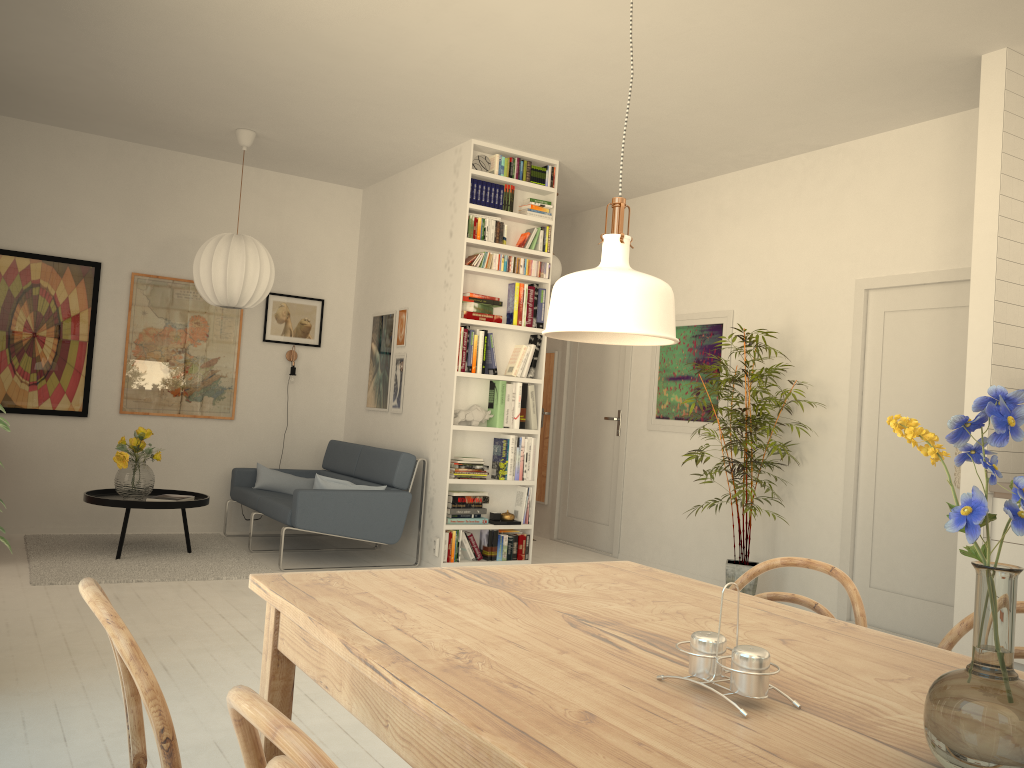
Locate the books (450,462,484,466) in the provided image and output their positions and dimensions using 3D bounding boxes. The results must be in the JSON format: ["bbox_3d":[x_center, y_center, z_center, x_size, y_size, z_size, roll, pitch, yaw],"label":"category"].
[{"bbox_3d":[-0.329,0.540,6.030,0.221,0.010,0.169,5,-2,-29],"label":"books"}]

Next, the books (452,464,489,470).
[{"bbox_3d":[-0.298,0.561,6.057,0.235,0.025,0.163,5,-2,-25],"label":"books"}]

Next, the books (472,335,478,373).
[{"bbox_3d":[-0.299,-0.201,6.045,0.024,0.260,0.199,5,-3,-32],"label":"books"}]

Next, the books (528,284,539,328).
[{"bbox_3d":[0.124,-0.549,6.316,0.039,0.317,0.161,5,-3,-32],"label":"books"}]

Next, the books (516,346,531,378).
[{"bbox_3d":[0.048,-0.156,6.252,0.105,0.225,0.138,5,-3,-32],"label":"books"}]

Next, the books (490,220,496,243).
[{"bbox_3d":[-0.183,-1.038,6.125,0.035,0.158,0.200,5,-2,-32],"label":"books"}]

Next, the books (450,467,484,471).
[{"bbox_3d":[-0.320,0.577,6.019,0.237,0.012,0.120,5,-2,-37],"label":"books"}]

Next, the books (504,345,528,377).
[{"bbox_3d":[0.022,-0.161,6.227,0.115,0.232,0.133,5,-3,-32],"label":"books"}]

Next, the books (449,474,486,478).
[{"bbox_3d":[-0.324,0.622,6.019,0.246,0.014,0.173,5,-2,-33],"label":"books"}]

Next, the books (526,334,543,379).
[{"bbox_3d":[0.124,-0.193,6.317,0.092,0.319,0.179,5,-3,-32],"label":"books"}]

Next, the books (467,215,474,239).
[{"bbox_3d":[-0.321,-1.053,6.031,0.034,0.162,0.197,5,-2,-32],"label":"books"}]

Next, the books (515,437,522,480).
[{"bbox_3d":[0.007,0.522,6.219,0.035,0.304,0.150,5,-3,-32],"label":"books"}]

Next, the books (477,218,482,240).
[{"bbox_3d":[-0.271,-1.046,6.060,0.023,0.152,0.199,5,-2,-32],"label":"books"}]

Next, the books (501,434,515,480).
[{"bbox_3d":[-0.066,0.509,6.219,0.037,0.312,0.241,5,-3,-32],"label":"books"}]

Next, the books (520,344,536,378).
[{"bbox_3d":[0.074,-0.160,6.294,0.092,0.244,0.196,5,-3,-32],"label":"books"}]

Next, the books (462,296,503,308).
[{"bbox_3d":[-0.250,-0.562,6.106,0.314,0.035,0.205,5,-2,-32],"label":"books"}]

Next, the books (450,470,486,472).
[{"bbox_3d":[-0.317,0.588,6.042,0.250,0.008,0.135,5,-2,-35],"label":"books"}]

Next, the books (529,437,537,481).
[{"bbox_3d":[0.090,0.527,6.314,0.039,0.303,0.229,5,-3,-32],"label":"books"}]

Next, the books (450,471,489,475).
[{"bbox_3d":[-0.310,0.601,6.068,0.255,0.014,0.197,5,-2,-22],"label":"books"}]

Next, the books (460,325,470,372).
[{"bbox_3d":[-0.346,-0.235,6.026,0.021,0.317,0.179,5,-3,-32],"label":"books"}]

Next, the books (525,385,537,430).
[{"bbox_3d":[0.090,0.164,6.308,0.099,0.316,0.229,5,-3,-32],"label":"books"}]

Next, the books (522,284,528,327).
[{"bbox_3d":[0.044,-0.548,6.274,0.029,0.301,0.185,5,-3,-32],"label":"books"}]

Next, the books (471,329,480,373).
[{"bbox_3d":[-0.288,-0.220,6.072,0.020,0.304,0.193,5,-3,-32],"label":"books"}]

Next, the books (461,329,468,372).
[{"bbox_3d":[-0.369,-0.224,6.012,0.032,0.291,0.203,5,-3,-32],"label":"books"}]

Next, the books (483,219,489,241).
[{"bbox_3d":[-0.223,-1.042,6.089,0.012,0.155,0.208,5,-2,-32],"label":"books"}]

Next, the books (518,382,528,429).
[{"bbox_3d":[0.027,0.152,6.261,0.056,0.327,0.202,5,-3,-32],"label":"books"}]

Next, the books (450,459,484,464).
[{"bbox_3d":[-0.321,0.527,6.045,0.212,0.017,0.165,5,-2,-34],"label":"books"}]

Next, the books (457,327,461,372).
[{"bbox_3d":[-0.412,-0.233,6.001,0.021,0.301,0.222,5,-3,-32],"label":"books"}]

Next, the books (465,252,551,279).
[{"bbox_3d":[-0.086,-0.822,6.193,0.664,0.110,0.278,5,-2,-32],"label":"books"}]

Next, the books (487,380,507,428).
[{"bbox_3d":[-0.129,0.139,6.161,0.056,0.328,0.228,5,-3,-32],"label":"books"}]

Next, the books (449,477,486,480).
[{"bbox_3d":[-0.322,0.635,6.024,0.247,0.009,0.170,5,-2,-29],"label":"books"}]

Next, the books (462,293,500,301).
[{"bbox_3d":[-0.251,-0.591,6.096,0.266,0.026,0.203,6,-3,-42],"label":"books"}]

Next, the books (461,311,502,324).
[{"bbox_3d":[-0.247,-0.452,6.083,0.300,0.056,0.202,5,-2,-32],"label":"books"}]

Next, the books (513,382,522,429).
[{"bbox_3d":[-0.017,0.150,6.240,0.037,0.324,0.240,5,-3,-32],"label":"books"}]

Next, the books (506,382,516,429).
[{"bbox_3d":[-0.051,0.149,6.235,0.023,0.321,0.235,5,-3,-32],"label":"books"}]

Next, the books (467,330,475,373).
[{"bbox_3d":[-0.324,-0.219,6.038,0.030,0.289,0.200,5,-3,-32],"label":"books"}]

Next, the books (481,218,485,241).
[{"bbox_3d":[-0.247,-1.045,6.093,0.024,0.155,0.188,5,-2,-32],"label":"books"}]

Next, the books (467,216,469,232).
[{"bbox_3d":[-0.358,-1.054,6.038,0.019,0.156,0.205,5,-2,-32],"label":"books"}]

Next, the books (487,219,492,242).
[{"bbox_3d":[-0.214,-1.043,6.115,0.028,0.159,0.222,5,-2,-32],"label":"books"}]

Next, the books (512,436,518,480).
[{"bbox_3d":[-0.040,0.512,6.238,0.027,0.311,0.228,5,-3,-32],"label":"books"}]

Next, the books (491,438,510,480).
[{"bbox_3d":[-0.101,0.519,6.184,0.057,0.284,0.200,5,-3,-32],"label":"books"}]

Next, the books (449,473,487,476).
[{"bbox_3d":[-0.318,0.611,6.033,0.248,0.009,0.171,5,-2,-29],"label":"books"}]

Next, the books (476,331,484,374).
[{"bbox_3d":[-0.258,-0.214,6.074,0.032,0.291,0.189,5,-3,-32],"label":"books"}]

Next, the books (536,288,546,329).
[{"bbox_3d":[0.164,-0.532,6.339,0.054,0.289,0.179,5,-3,-32],"label":"books"}]

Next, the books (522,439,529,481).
[{"bbox_3d":[0.043,0.528,6.262,0.022,0.291,0.208,5,-3,-32],"label":"books"}]

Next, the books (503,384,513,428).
[{"bbox_3d":[-0.080,0.154,6.196,0.065,0.311,0.199,5,-3,-32],"label":"books"}]

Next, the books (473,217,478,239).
[{"bbox_3d":[-0.297,-1.046,6.050,0.030,0.149,0.202,5,-2,-32],"label":"books"}]

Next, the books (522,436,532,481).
[{"bbox_3d":[0.075,0.523,6.270,0.037,0.308,0.161,5,-3,-32],"label":"books"}]

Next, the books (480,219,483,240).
[{"bbox_3d":[-0.263,-1.044,6.082,0.013,0.149,0.208,5,-2,-32],"label":"books"}]

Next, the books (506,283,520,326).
[{"bbox_3d":[-0.020,-0.557,6.248,0.032,0.300,0.200,5,-3,-32],"label":"books"}]

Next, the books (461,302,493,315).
[{"bbox_3d":[-0.249,-0.510,6.092,0.128,0.064,0.268,3,-2,29],"label":"books"}]

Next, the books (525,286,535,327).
[{"bbox_3d":[0.084,-0.540,6.291,0.059,0.291,0.182,5,-3,-32],"label":"books"}]

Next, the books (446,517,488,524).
[{"bbox_3d":[-0.339,0.924,6.048,0.297,0.039,0.204,5,-2,-27],"label":"books"}]

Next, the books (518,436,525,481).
[{"bbox_3d":[0.016,0.519,6.262,0.025,0.306,0.213,5,-3,-32],"label":"books"}]

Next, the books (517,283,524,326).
[{"bbox_3d":[0.013,-0.551,6.262,0.039,0.302,0.199,5,-3,-32],"label":"books"}]

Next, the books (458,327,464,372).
[{"bbox_3d":[-0.393,-0.231,6.006,0.015,0.301,0.207,5,-3,-32],"label":"books"}]

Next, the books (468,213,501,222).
[{"bbox_3d":[-0.230,-1.135,6.101,0.255,0.022,0.189,5,-2,-21],"label":"books"}]

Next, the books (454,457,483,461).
[{"bbox_3d":[-0.300,0.510,6.034,0.166,0.019,0.127,6,-2,-38],"label":"books"}]

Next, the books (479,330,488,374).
[{"bbox_3d":[-0.226,-0.218,6.085,0.033,0.306,0.150,5,-3,-32],"label":"books"}]

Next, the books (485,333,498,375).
[{"bbox_3d":[-0.178,-0.205,6.128,0.093,0.288,0.200,5,-3,-32],"label":"books"}]
